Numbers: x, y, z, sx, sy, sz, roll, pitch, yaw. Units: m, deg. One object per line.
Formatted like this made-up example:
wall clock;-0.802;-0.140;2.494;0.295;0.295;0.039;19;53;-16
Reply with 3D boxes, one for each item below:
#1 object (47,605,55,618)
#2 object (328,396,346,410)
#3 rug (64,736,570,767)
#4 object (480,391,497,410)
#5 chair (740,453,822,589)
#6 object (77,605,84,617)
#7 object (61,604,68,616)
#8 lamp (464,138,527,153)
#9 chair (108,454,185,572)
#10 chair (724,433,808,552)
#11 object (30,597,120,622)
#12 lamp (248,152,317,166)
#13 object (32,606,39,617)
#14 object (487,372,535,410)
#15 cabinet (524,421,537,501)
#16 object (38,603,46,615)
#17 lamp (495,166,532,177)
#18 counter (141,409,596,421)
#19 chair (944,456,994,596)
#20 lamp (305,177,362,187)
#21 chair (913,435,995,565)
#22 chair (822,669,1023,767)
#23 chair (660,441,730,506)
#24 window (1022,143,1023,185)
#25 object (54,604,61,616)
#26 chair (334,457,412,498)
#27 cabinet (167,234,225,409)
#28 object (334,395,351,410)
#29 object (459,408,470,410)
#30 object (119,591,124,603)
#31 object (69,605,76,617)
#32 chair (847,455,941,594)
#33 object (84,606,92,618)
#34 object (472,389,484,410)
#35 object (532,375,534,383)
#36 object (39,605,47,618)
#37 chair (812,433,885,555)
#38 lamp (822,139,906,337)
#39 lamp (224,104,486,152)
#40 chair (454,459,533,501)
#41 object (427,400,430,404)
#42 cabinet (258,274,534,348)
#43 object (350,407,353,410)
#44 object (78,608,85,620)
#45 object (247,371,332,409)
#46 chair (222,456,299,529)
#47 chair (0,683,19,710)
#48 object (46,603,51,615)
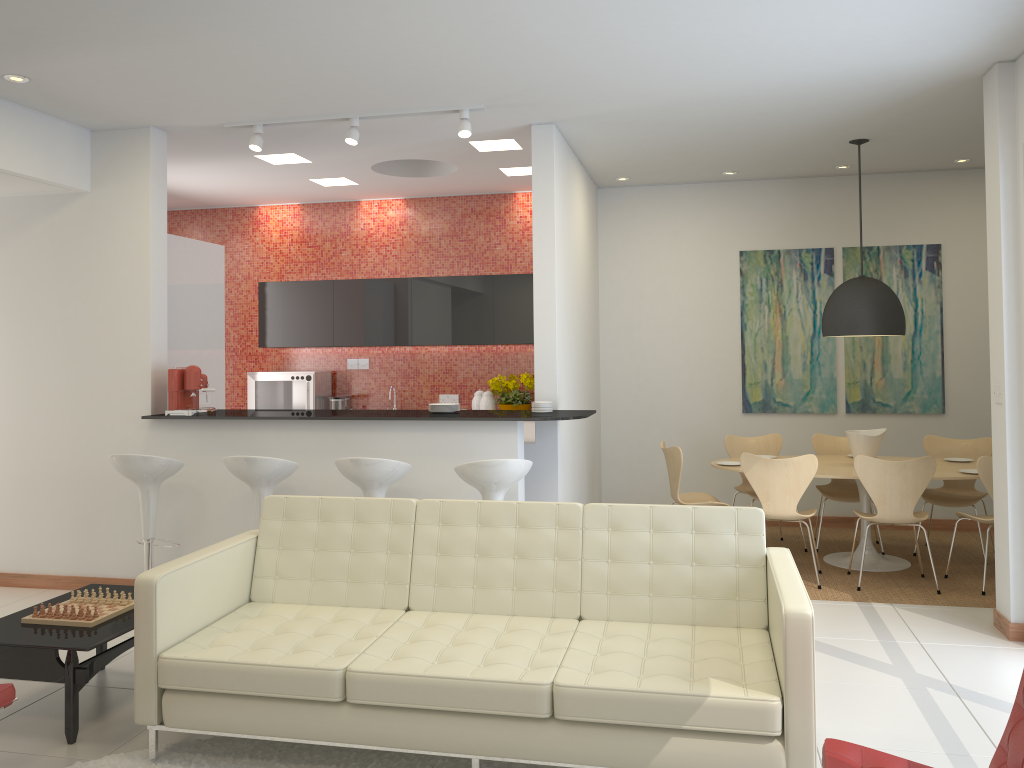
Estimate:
object;-2.075;1.023;3.982;0.030;0.055;0.030;-1;-1;20
object;-1.721;0.235;8.718;0.172;0.216;0.172;-1;0;31
rug;-0.481;1.519;2.541;3.326;0.004;2.443;0;2;14
object;-0.224;0.196;8.366;0.159;0.284;0.159;0;-1;-26
chair;1.895;0.921;6.229;0.521;0.908;0.515;-1;-1;20
object;-1.949;1.023;3.995;0.030;0.050;0.030;-1;-1;20
object;-2.027;1.024;4.013;0.030;0.050;0.030;-1;-1;20
lamp;-0.122;-1.843;6.780;0.408;0.034;0.408;0;2;12
chair;-2.309;0.931;5.620;0.457;1.022;0.464;-1;-1;23
chair;2.061;0.883;7.273;0.521;0.908;0.515;-1;-1;-8
object;-1.986;1.043;4.105;0.346;0.001;0.349;0;2;12
lamp;-1.848;-1.835;7.161;0.408;0.034;0.408;0;2;12
object;-2.153;1.028;3.999;0.030;0.044;0.030;-1;0;20
object;0.025;0.108;8.312;0.522;0.449;0.503;-1;0;15
cabinet;-1.186;0.866;7.652;3.334;0.985;2.495;0;2;12
object;-2.144;1.024;4.039;0.030;0.050;0.030;-1;-1;20
lamp;0.093;-1.879;7.753;0.408;0.034;0.408;0;2;12
counter;-0.955;0.206;5.964;2.963;0.019;0.736;0;2;12
chair;3.296;0.913;5.980;0.521;0.908;0.515;-1;-1;-4
lamp;-1.633;-1.871;8.134;0.408;0.034;0.408;0;2;12
chair;3.466;0.878;6.933;0.521;0.908;0.515;-1;-1;37
chair;1.192;1.103;2.316;0.706;0.818;0.700;-1;0;18
chair;1.411;0.908;6.782;0.516;0.908;0.521;-1;-1;-3
window;2.477;0.115;3.087;0.121;2.716;3.433;-1;1;12
object;-2.066;1.024;4.021;0.030;0.050;0.030;-1;-1;20
chair;-0.820;0.925;5.291;0.457;1.022;0.464;-1;-1;23
cabinet;-3.272;0.145;6.944;1.637;2.527;1.056;-1;-1;12
object;-1.710;0.227;8.953;0.172;0.216;0.172;-1;0;31
object;-0.496;0.242;8.561;0.008;0.009;0.234;0;2;42
object;-1.858;1.013;4.221;0.030;0.052;0.030;-1;-1;5
object;-1.988;1.023;4.004;0.030;0.050;0.030;-1;-1;20
chair;2.590;0.919;6.047;0.521;0.908;0.515;-1;-1;12
object;-1.910;1.023;3.987;0.030;0.050;0.030;-1;-1;20
object;-0.308;0.192;8.537;0.159;0.284;0.159;0;-1;-26
object;0.437;0.106;8.225;0.503;0.449;0.522;-1;1;-8
object;-2.114;1.024;3.991;0.030;0.052;0.030;-1;-1;20
chair;2.727;0.877;7.220;0.521;0.908;0.515;-1;-1;17
lamp;2.663;-1.112;6.752;0.594;1.496;0.594;-1;-1;15
lamp;-1.070;-1.685;5.873;1.821;0.200;0.112;0;0;12
chair;-0.103;0.922;5.136;0.457;1.022;0.464;-1;-1;-2
object;-0.747;0.240;8.478;0.164;0.178;0.011;-1;-1;26
cabinet;-0.930;-0.707;8.716;3.241;0.660;0.352;0;-1;12
object;-1.605;0.279;8.850;0.037;0.092;0.037;-1;-1;12
object;-1.918;1.023;3.948;0.030;0.052;0.030;-1;-1;20
object;-2.234;0.110;8.882;0.722;0.471;0.435;0;0;12
chair;-1.534;0.928;5.449;0.457;1.022;0.464;-1;-1;23
chair;-2.226;1.120;2.989;0.706;0.818;0.700;-1;0;7
object;-2.105;1.024;4.030;0.030;0.050;0.030;-1;-1;20
